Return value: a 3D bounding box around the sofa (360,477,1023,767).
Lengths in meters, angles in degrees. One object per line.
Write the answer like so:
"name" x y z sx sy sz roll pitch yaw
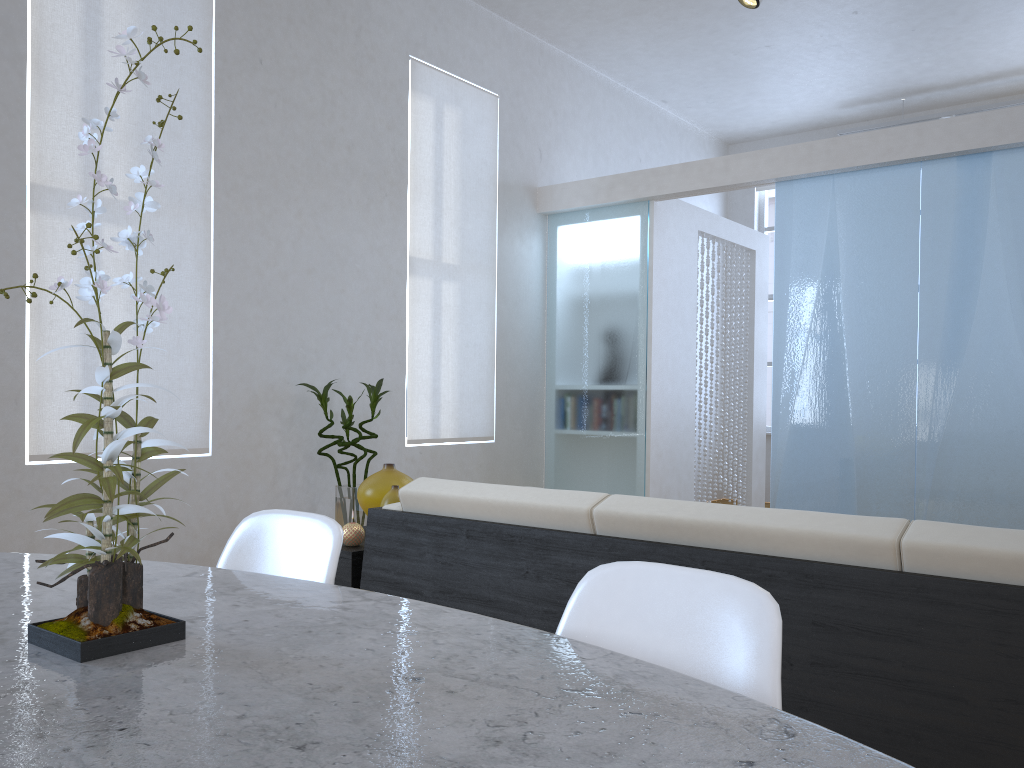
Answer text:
"sofa" 1.082 0.615 2.639 5.336 0.679 9.725 0 -1 38

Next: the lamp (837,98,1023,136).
"lamp" 3.860 -1.941 6.172 3.117 0.486 0.197 0 0 36

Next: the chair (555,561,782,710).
"chair" 0.056 0.377 0.844 0.405 0.352 0.419 1 0 41

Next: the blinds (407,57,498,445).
"blinds" -0.332 -0.716 5.136 0.007 2.112 0.761 1 1 38

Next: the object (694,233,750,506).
"object" 1.485 -0.005 6.269 0.051 2.016 0.923 1 1 37

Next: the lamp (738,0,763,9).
"lamp" 1.886 -2.011 3.613 3.117 0.486 0.205 0 0 35

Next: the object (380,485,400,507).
"object" -0.364 0.396 2.757 0.095 0.160 0.095 1 0 -11

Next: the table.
"table" -0.474 0.580 0.745 1.909 0.623 1.071 0 -1 37

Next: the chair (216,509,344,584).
"chair" -0.469 0.378 1.276 0.405 0.352 0.419 1 0 37

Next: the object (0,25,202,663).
"object" -0.437 -0.041 0.924 0.202 0.638 0.166 0 1 -24

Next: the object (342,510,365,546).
"object" -0.466 0.420 2.592 0.071 0.104 0.071 1 0 -25

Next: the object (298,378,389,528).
"object" -0.811 0.460 4.202 0.380 0.980 0.483 1 0 10

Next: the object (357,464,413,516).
"object" -0.406 0.371 2.922 0.207 0.215 0.207 1 0 -11

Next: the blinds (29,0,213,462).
"blinds" -1.545 -0.759 3.564 0.007 2.111 0.761 1 1 38

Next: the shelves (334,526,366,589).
"shelves" -0.367 0.704 2.879 0.349 0.451 0.730 1 0 38
